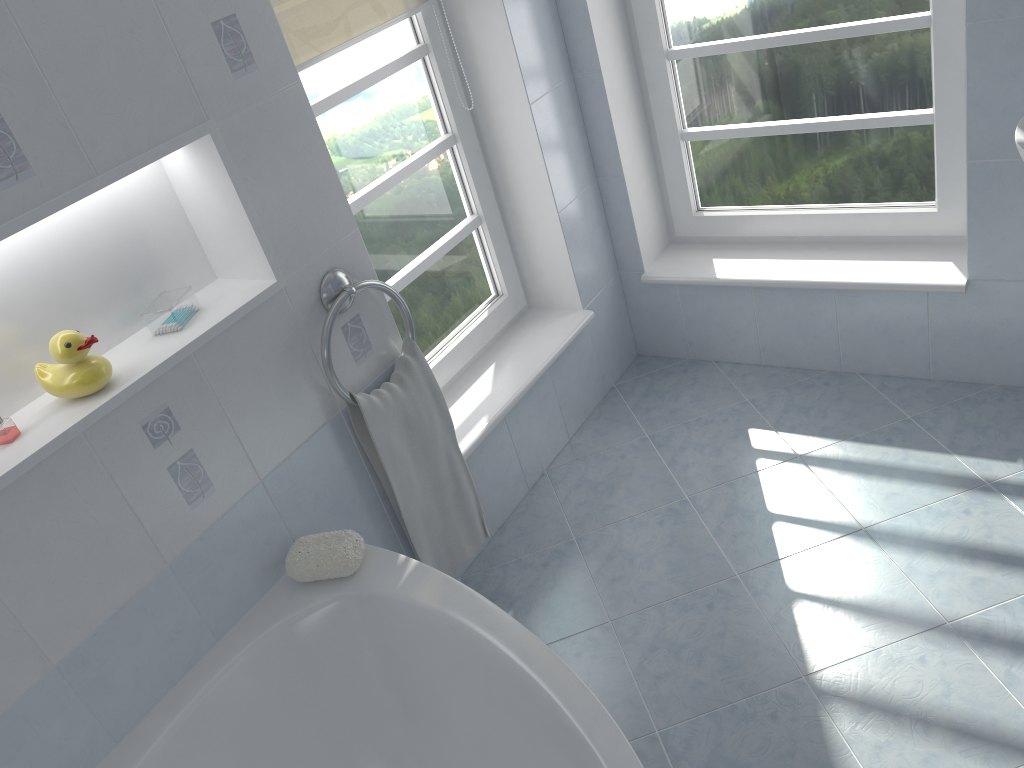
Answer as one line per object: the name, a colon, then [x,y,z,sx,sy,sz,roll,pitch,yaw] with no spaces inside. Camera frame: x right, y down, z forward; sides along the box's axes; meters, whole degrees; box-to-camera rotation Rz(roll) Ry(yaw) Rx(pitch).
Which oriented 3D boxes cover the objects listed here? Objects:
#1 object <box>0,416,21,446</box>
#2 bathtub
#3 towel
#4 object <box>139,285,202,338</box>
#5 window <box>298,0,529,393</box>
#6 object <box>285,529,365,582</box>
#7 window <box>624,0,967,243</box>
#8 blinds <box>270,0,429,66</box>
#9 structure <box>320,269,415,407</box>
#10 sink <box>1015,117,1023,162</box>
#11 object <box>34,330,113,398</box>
object: [-0.878,0.057,1.505,0.030,0.096,0.030,-11,31,12]
bathtub: [-0.182,0.967,1.127,1.578,0.670,1.596,7,38,35]
towel: [-0.213,0.207,2.200,0.083,0.635,0.280,7,39,36]
object: [-0.679,-0.145,1.771,0.072,0.053,0.102,-9,31,15]
window: [-0.415,-0.889,2.184,0.142,2.067,0.758,7,38,35]
object: [-0.396,0.364,1.878,0.165,0.077,0.105,-11,31,12]
window: [0.665,-1.291,2.267,0.963,2.067,0.142,7,38,35]
blinds: [-0.495,-1.265,1.911,0.046,1.032,0.598,7,38,35]
structure: [-0.337,-0.109,2.014,0.051,0.332,0.291,7,38,35]
sink: [1.344,-0.428,1.733,0.634,0.489,0.533,7,38,35]
object: [-0.787,-0.037,1.583,0.132,0.122,0.095,-15,31,6]
